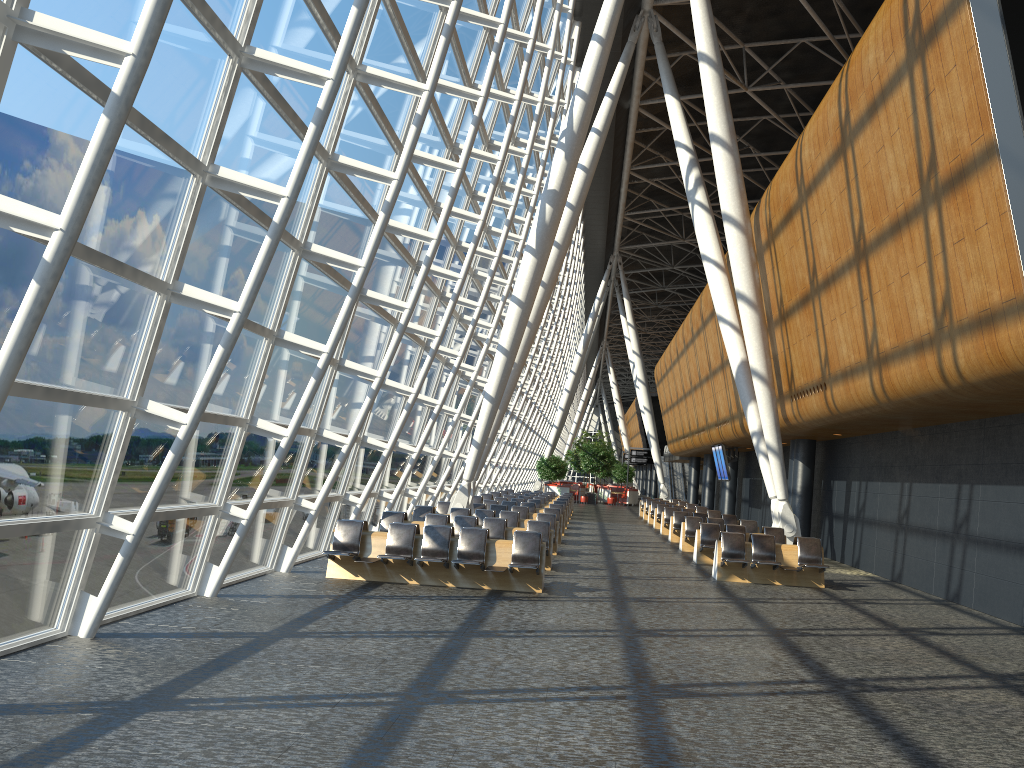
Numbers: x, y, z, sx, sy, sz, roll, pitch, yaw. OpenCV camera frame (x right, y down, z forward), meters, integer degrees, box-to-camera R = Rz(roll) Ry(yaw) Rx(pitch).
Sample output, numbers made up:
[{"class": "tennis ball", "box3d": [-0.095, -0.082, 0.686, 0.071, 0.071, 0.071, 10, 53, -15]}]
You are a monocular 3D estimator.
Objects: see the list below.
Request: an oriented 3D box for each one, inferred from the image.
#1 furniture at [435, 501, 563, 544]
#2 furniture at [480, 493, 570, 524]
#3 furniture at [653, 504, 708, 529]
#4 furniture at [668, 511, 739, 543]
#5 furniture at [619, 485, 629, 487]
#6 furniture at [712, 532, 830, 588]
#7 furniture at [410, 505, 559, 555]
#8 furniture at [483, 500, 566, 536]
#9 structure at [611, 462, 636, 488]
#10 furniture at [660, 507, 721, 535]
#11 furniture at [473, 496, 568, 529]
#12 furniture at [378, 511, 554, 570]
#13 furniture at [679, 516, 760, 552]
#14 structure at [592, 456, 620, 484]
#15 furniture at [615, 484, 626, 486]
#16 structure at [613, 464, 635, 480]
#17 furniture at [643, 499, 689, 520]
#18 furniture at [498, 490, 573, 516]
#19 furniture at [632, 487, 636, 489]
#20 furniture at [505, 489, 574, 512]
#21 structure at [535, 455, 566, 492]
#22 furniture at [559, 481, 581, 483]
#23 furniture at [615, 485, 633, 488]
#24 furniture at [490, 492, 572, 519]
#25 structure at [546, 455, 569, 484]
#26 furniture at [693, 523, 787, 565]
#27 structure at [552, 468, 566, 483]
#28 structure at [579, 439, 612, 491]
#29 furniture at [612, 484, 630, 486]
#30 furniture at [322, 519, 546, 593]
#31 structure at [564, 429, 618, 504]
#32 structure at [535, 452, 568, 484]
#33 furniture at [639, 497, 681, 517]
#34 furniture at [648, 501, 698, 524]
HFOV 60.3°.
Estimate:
[{"class": "furniture", "box3d": [-0.350, 3.504, 22.384, 3.249, 0.869, 1.666, 3, -4, 5]}, {"class": "furniture", "box3d": [0.425, 4.416, 31.351, 3.249, 0.869, 1.666, 3, -4, 5]}, {"class": "furniture", "box3d": [5.987, 4.723, 31.107, 1.895, 0.869, 1.666, 3, -4, 5]}, {"class": "furniture", "box3d": [5.471, 4.115, 25.129, 1.895, 0.869, 1.666, 3, -4, 5]}, {"class": "furniture", "box3d": [10.665, 10.233, 85.273, 1.895, 0.869, 1.666, 3, -4, 5]}, {"class": "furniture", "box3d": [4.697, 3.203, 16.163, 1.895, 0.869, 1.666, 3, -4, 5]}, {"class": "furniture", "box3d": [-0.608, 3.200, 19.395, 3.249, 0.869, 1.666, 3, -4, 5]}, {"class": "furniture", "box3d": [-0.091, 3.808, 25.373, 3.249, 0.869, 1.666, 3, -4, 5]}, {"class": "structure", "box3d": [7.870, 6.925, 62.636, 1.738, 2.779, 1.776, 4, -1, -37]}, {"class": "furniture", "box3d": [5.729, 4.419, 28.118, 1.895, 0.869, 1.666, 3, -4, 5]}, {"class": "furniture", "box3d": [0.167, 4.112, 28.362, 3.249, 0.869, 1.666, 3, -4, 5]}, {"class": "furniture", "box3d": [-0.866, 2.896, 16.407, 3.249, 0.869, 1.666, 3, -4, 5]}, {"class": "furniture", "box3d": [5.213, 3.811, 22.140, 1.895, 0.869, 1.666, 3, -4, 5]}, {"class": "structure", "box3d": [7.017, 6.875, 66.255, 2.275, 3.476, 2.225, 3, -1, 18]}, {"class": "furniture", "box3d": [11.181, 10.841, 91.251, 1.895, 0.869, 1.666, 3, -4, 5]}, {"class": "structure", "box3d": [9.093, 7.888, 72.974, 1.890, 2.995, 1.931, 4, -1, -37]}, {"class": "furniture", "box3d": [6.503, 5.331, 37.084, 1.895, 0.869, 1.666, 3, -4, 5]}, {"class": "furniture", "box3d": [0.941, 5.024, 37.328, 3.249, 0.869, 1.666, 3, -4, 5]}, {"class": "furniture", "box3d": [10.148, 9.625, 79.296, 1.895, 0.869, 1.666, 3, -4, 5]}, {"class": "furniture", "box3d": [1.199, 5.328, 40.317, 3.249, 0.869, 1.666, 3, -4, 5]}, {"class": "structure", "box3d": [2.252, 5.547, 51.821, 1.738, 2.779, 1.776, 4, -1, -37]}, {"class": "furniture", "box3d": [5.360, 10.230, 88.506, 3.249, 0.869, 1.666, 3, -4, 5]}, {"class": "furniture", "box3d": [10.406, 9.929, 82.284, 1.895, 0.869, 1.666, 3, -4, 5]}, {"class": "furniture", "box3d": [0.683, 4.720, 34.339, 3.249, 0.869, 1.666, 3, -4, 5]}, {"class": "structure", "box3d": [2.872, 6.235, 58.937, 1.789, 2.852, 1.828, 4, -1, -37]}, {"class": "furniture", "box3d": [4.955, 3.507, 19.152, 1.895, 0.869, 1.666, 3, -4, 5]}, {"class": "structure", "box3d": [2.924, 6.578, 62.262, 1.762, 2.813, 1.800, 4, -1, -37]}, {"class": "structure", "box3d": [6.517, 6.755, 70.830, 3.085, 4.534, 5.769, 3, -3, 28]}, {"class": "furniture", "box3d": [10.923, 10.537, 88.262, 1.895, 0.869, 1.666, 3, -4, 5]}, {"class": "furniture", "box3d": [-1.124, 2.592, 13.418, 3.249, 0.869, 1.666, 3, -4, 5]}, {"class": "structure", "box3d": [4.712, 5.115, 54.966, 3.093, 4.532, 5.816, 3, -3, -2]}, {"class": "structure", "box3d": [2.418, 5.742, 54.720, 1.922, 2.969, 1.862, 4, -1, -21]}, {"class": "furniture", "box3d": [6.761, 5.635, 40.073, 1.895, 0.869, 1.666, 3, -4, 5]}, {"class": "furniture", "box3d": [6.245, 5.027, 34.096, 1.895, 0.869, 1.666, 3, -4, 5]}]
